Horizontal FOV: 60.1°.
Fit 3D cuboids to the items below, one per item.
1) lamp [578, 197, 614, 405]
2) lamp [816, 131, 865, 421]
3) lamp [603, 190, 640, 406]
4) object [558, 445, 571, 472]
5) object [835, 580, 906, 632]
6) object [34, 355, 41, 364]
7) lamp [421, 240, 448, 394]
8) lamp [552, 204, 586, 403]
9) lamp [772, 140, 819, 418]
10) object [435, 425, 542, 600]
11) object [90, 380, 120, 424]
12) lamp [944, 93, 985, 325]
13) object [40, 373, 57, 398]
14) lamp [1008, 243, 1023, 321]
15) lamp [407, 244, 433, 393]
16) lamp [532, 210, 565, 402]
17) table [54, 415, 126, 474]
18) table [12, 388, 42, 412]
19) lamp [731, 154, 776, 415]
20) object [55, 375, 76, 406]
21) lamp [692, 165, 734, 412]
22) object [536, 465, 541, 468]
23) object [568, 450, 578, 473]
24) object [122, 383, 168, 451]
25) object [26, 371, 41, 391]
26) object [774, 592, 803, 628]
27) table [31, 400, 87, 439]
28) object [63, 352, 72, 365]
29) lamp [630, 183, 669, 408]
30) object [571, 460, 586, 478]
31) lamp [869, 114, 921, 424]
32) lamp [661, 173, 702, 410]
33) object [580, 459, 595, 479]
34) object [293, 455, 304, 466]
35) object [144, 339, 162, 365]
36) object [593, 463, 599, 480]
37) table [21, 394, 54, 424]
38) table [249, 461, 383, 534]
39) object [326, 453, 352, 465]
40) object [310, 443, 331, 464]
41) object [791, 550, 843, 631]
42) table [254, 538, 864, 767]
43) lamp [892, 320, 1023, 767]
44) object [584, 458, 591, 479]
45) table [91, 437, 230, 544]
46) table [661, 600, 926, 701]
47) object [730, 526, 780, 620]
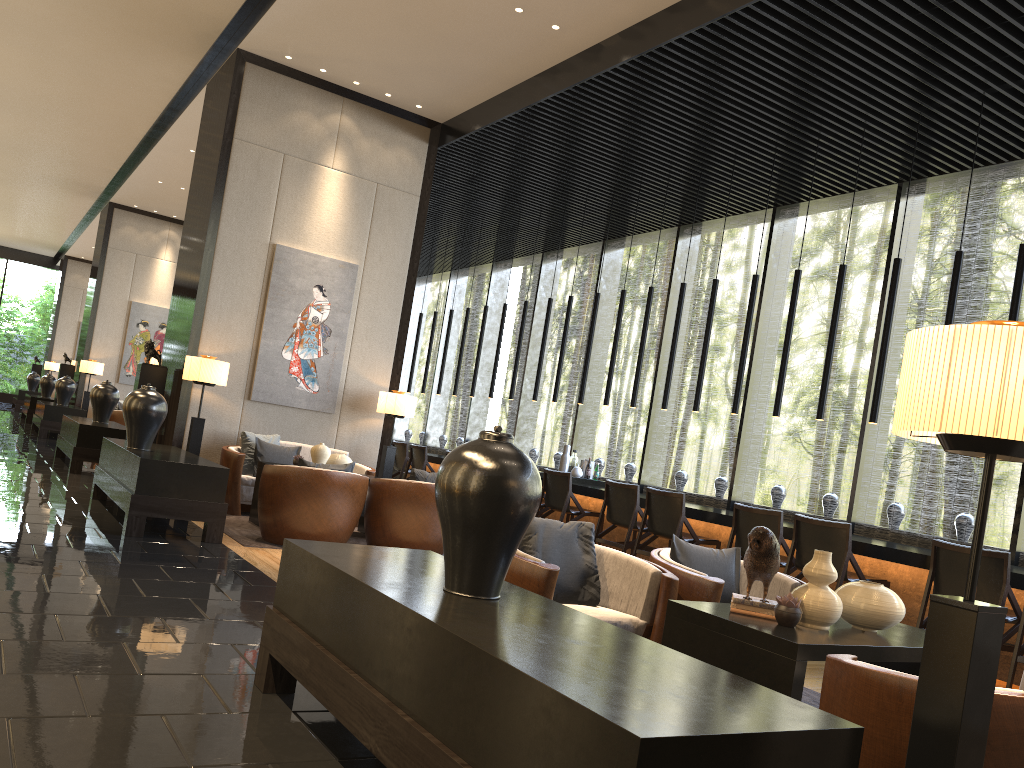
[{"bbox_3d":[0.958,-0.966,9.933,0.060,2.418,0.060,10,-1,-36],"label":"lamp"},{"bbox_3d":[2.662,-0.904,7.132,0.060,2.418,0.060,9,-1,-26],"label":"lamp"},{"bbox_3d":[1.199,-0.958,9.536,0.060,2.418,0.060,10,-1,-36],"label":"lamp"},{"bbox_3d":[0.605,0.865,10.088,0.113,0.344,0.112,10,-1,-36],"label":"object"},{"bbox_3d":[1.258,0.785,3.130,0.245,0.168,0.246,8,-3,17],"label":"object"},{"bbox_3d":[-12.733,-0.648,23.750,0.177,0.245,0.115,10,-2,-26],"label":"object"},{"bbox_3d":[-1.158,-1.044,13.411,0.060,2.418,0.060,10,-1,-36],"label":"lamp"},{"bbox_3d":[0.687,-0.976,10.378,0.060,2.418,0.060,10,-1,-36],"label":"lamp"},{"bbox_3d":[2.426,-0.912,7.519,0.060,2.418,0.060,10,-1,-36],"label":"lamp"},{"bbox_3d":[-0.078,0.364,2.572,0.313,0.492,0.310,11,-2,-43],"label":"object"},{"bbox_3d":[-4.648,0.196,10.085,0.310,0.492,0.313,8,-2,40],"label":"object"},{"bbox_3d":[3.174,-0.885,6.289,0.060,2.418,0.060,9,-1,-26],"label":"lamp"},{"bbox_3d":[-9.250,0.027,17.648,0.312,0.492,0.311,9,-2,-13],"label":"object"},{"bbox_3d":[3.409,-0.876,5.903,0.060,2.418,0.060,10,-1,-36],"label":"lamp"},{"bbox_3d":[-1.425,-1.054,13.849,0.060,2.418,0.060,10,-1,-36],"label":"lamp"},{"bbox_3d":[0.463,-0.985,10.745,0.060,2.418,0.060,10,-1,-36],"label":"lamp"},{"bbox_3d":[-4.711,0.690,10.007,0.623,0.512,1.955,11,-4,-31],"label":"table"},{"bbox_3d":[-12.010,0.421,22.004,0.623,0.512,1.955,11,-4,-31],"label":"table"},{"bbox_3d":[2.178,-0.922,7.926,0.060,2.418,0.060,9,-1,-26],"label":"lamp"},{"bbox_3d":[-7.252,0.100,14.364,0.312,0.492,0.311,9,-2,-13],"label":"object"},{"bbox_3d":[1.918,-0.931,8.354,0.060,2.418,0.060,10,-1,-36],"label":"lamp"},{"bbox_3d":[0.211,0.928,9.833,0.228,0.067,0.227,11,-5,-29],"label":"object"},{"bbox_3d":[0.704,0.910,10.202,0.128,0.305,0.130,8,-2,45],"label":"object"},{"bbox_3d":[-2.732,0.240,6.573,0.312,0.492,0.311,9,-2,-13],"label":"object"},{"bbox_3d":[-11.936,-0.072,22.064,0.312,0.492,0.311,9,-2,-13],"label":"object"},{"bbox_3d":[0.913,0.742,2.921,0.091,0.112,0.092,8,-2,21],"label":"object"},{"bbox_3d":[-7.352,0.593,14.347,0.623,0.512,1.955,11,-4,-31],"label":"table"},{"bbox_3d":[-8.088,-0.464,16.104,0.162,0.217,0.101,11,-2,-43],"label":"object"},{"bbox_3d":[1.436,-0.949,9.147,0.060,2.418,0.060,10,-1,-36],"label":"lamp"},{"bbox_3d":[0.743,0.947,10.033,0.136,0.217,0.135,11,-3,-44],"label":"object"},{"bbox_3d":[2.918,-0.894,6.710,0.060,2.418,0.060,10,-1,-36],"label":"lamp"},{"bbox_3d":[1.687,-0.940,8.733,0.060,2.418,0.060,10,-1,-36],"label":"lamp"},{"bbox_3d":[0.865,0.982,10.245,0.169,0.219,0.168,11,-3,-36],"label":"object"},{"bbox_3d":[-1.812,0.650,7.507,0.091,0.112,0.092,8,-2,21],"label":"object"},{"bbox_3d":[-3.432,-0.306,8.463,0.177,0.245,0.115,10,-2,-31],"label":"object"},{"bbox_3d":[0.971,1.002,10.134,0.056,0.197,0.056,10,-1,-30],"label":"object"},{"bbox_3d":[-9.357,0.519,17.643,0.623,0.512,1.955,11,-4,-31],"label":"table"},{"bbox_3d":[-1.613,1.004,7.559,1.047,0.517,0.574,11,-3,-31],"label":"table"},{"bbox_3d":[-1.499,0.686,7.661,0.246,0.168,0.245,11,-4,-28],"label":"object"},{"bbox_3d":[-1.629,0.617,7.511,0.171,0.235,0.171,9,-2,4],"label":"object"},{"bbox_3d":[1.030,0.691,2.984,0.174,0.257,0.174,9,-2,-12],"label":"object"},{"bbox_3d":[-0.090,0.860,2.412,0.623,0.512,1.955,11,-4,-31],"label":"table"},{"bbox_3d":[0.898,0.554,1.777,0.374,1.349,0.376,9,-1,16],"label":"lamp"},{"bbox_3d":[0.874,0.965,10.119,0.067,0.237,0.067,10,-1,-38],"label":"object"},{"bbox_3d":[-2.706,0.763,6.711,0.623,0.512,1.955,11,-4,-31],"label":"table"},{"bbox_3d":[1.091,1.104,3.115,1.047,0.517,0.574,11,-3,-31],"label":"table"},{"bbox_3d":[0.859,0.642,3.040,0.173,0.309,0.230,9,-2,15],"label":"object"}]
